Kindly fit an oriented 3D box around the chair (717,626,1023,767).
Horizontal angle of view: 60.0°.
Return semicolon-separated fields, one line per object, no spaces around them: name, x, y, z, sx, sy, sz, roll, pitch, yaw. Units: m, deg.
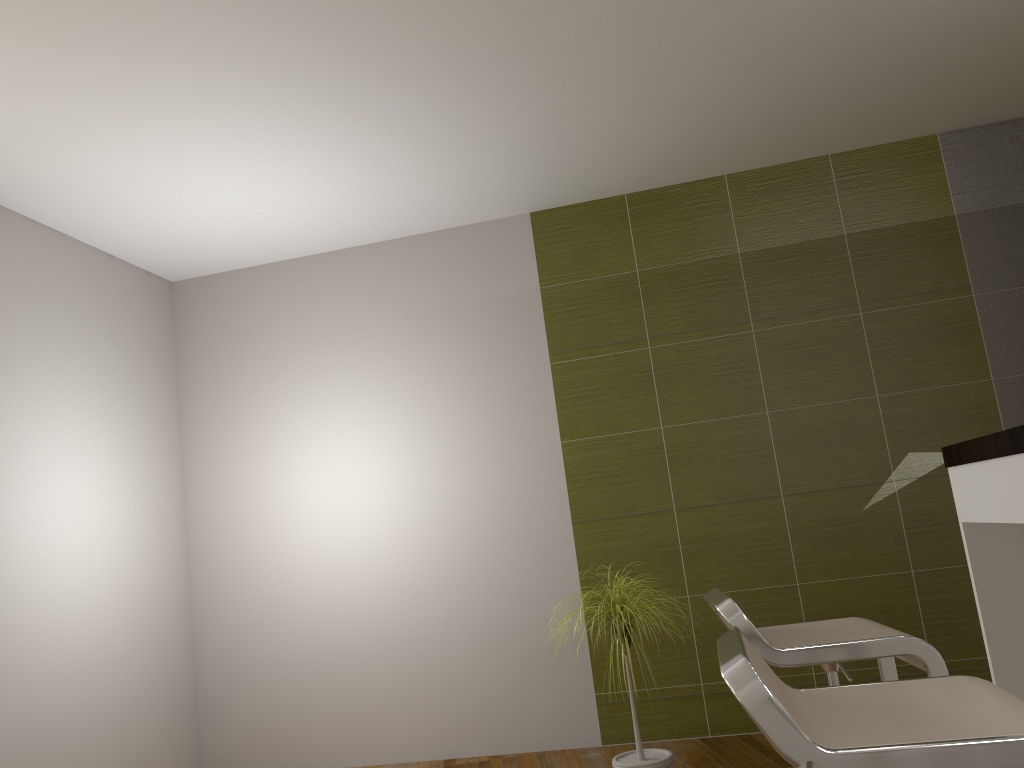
chair;0.576;0.759;1.186;0.460;0.857;0.418;-9;-10;10

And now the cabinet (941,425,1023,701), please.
cabinet;1.226;0.457;0.745;0.663;1.134;2.947;-9;-10;10

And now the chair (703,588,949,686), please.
chair;0.744;0.881;2.007;0.460;0.857;0.418;-8;-10;6

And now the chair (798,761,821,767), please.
chair;0.408;0.636;0.366;0.460;0.857;0.418;-10;-10;15

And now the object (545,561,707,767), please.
object;0.444;1.120;3.285;0.585;0.904;0.606;-4;-11;-21
